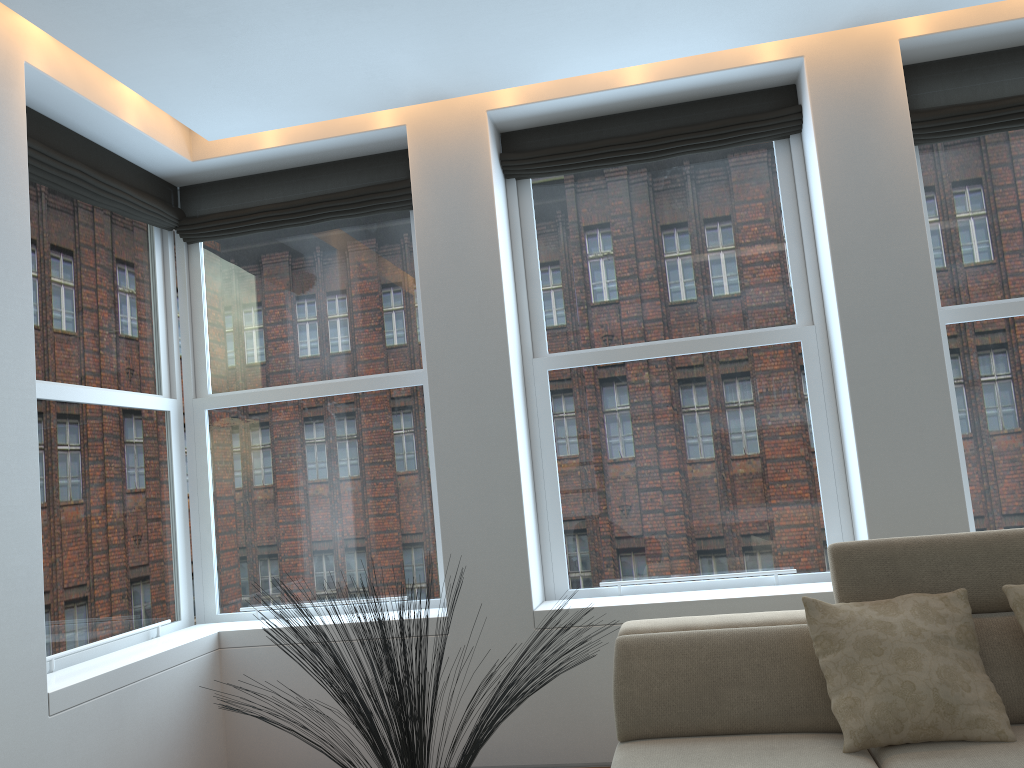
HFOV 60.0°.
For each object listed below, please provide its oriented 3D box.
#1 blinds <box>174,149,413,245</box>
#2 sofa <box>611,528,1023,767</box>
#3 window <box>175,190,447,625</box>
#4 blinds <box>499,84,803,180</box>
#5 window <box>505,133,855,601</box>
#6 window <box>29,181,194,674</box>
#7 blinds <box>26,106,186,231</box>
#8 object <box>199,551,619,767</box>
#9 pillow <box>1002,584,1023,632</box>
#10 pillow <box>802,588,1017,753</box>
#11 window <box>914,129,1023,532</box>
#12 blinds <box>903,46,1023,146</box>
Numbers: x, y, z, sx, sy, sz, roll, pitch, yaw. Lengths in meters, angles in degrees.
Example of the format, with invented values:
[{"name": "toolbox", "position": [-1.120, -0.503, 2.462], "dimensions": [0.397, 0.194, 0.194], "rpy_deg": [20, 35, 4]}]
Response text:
[{"name": "blinds", "position": [-1.117, -0.992, 4.651], "dimensions": [1.377, 0.327, 0.156], "rpy_deg": [-6, -6, 11]}, {"name": "sofa", "position": [1.584, 0.942, 2.665], "dimensions": [2.581, 0.950, 1.018], "rpy_deg": [-6, -6, 11]}, {"name": "window", "position": [-5.767, 1.858, 11.697], "dimensions": [13.698, 17.917, 34.761], "rpy_deg": [-6, -6, 11]}, {"name": "blinds", "position": [0.654, -1.220, 4.319], "dimensions": [1.442, 0.275, 0.156], "rpy_deg": [-6, -6, 11]}, {"name": "window", "position": [0.764, -0.151, 4.268], "dimensions": [1.444, 2.400, 0.123], "rpy_deg": [-6, -6, 11]}, {"name": "window", "position": [-1.912, 0.073, 4.006], "dimensions": [0.123, 2.400, 1.474], "rpy_deg": [-6, -6, 11]}, {"name": "blinds", "position": [-1.928, -0.983, 4.085], "dimensions": [0.155, 0.312, 1.442], "rpy_deg": [-6, -6, 11]}, {"name": "object", "position": [-0.232, 1.076, 2.798], "dimensions": [1.125, 1.014, 1.119], "rpy_deg": [-5, -6, -3]}, {"name": "pillow", "position": [1.822, 0.786, 2.644], "dimensions": [0.534, 0.439, 0.301], "rpy_deg": [-6, -6, 7]}, {"name": "pillow", "position": [1.211, 0.865, 2.745], "dimensions": [0.519, 0.416, 0.368], "rpy_deg": [-6, -6, 6]}, {"name": "window", "position": [2.516, -0.350, 3.937], "dimensions": [1.345, 2.400, 0.123], "rpy_deg": [-6, -6, 11]}, {"name": "blinds", "position": [2.410, -1.360, 3.982], "dimensions": [1.342, 0.393, 0.156], "rpy_deg": [-6, -6, 11]}]
